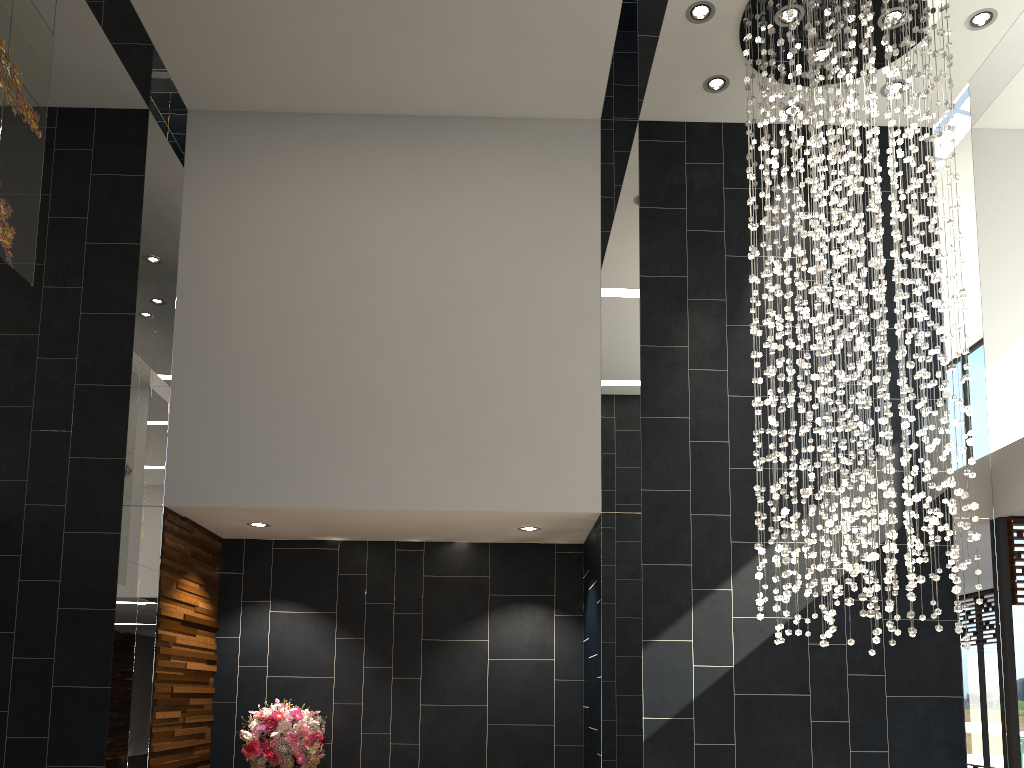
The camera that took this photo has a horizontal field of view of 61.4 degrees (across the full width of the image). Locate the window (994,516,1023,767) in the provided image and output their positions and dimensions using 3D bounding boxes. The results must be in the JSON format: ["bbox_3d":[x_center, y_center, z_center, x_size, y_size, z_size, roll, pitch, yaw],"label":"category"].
[{"bbox_3d":[4.830,-0.245,3.417,2.359,5.720,6.459,1,-14,-1],"label":"window"}]

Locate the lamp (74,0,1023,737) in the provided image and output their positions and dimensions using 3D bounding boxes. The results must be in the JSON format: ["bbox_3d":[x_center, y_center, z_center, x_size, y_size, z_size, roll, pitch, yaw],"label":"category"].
[{"bbox_3d":[-3.754,-43.267,8.531,402.420,108.796,417.832,-8,-21,23],"label":"lamp"}]

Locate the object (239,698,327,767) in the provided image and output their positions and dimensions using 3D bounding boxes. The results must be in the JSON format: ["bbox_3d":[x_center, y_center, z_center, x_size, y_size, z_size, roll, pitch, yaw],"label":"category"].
[{"bbox_3d":[-1.805,2.820,6.814,0.661,0.645,0.725,3,-15,-9],"label":"object"}]
